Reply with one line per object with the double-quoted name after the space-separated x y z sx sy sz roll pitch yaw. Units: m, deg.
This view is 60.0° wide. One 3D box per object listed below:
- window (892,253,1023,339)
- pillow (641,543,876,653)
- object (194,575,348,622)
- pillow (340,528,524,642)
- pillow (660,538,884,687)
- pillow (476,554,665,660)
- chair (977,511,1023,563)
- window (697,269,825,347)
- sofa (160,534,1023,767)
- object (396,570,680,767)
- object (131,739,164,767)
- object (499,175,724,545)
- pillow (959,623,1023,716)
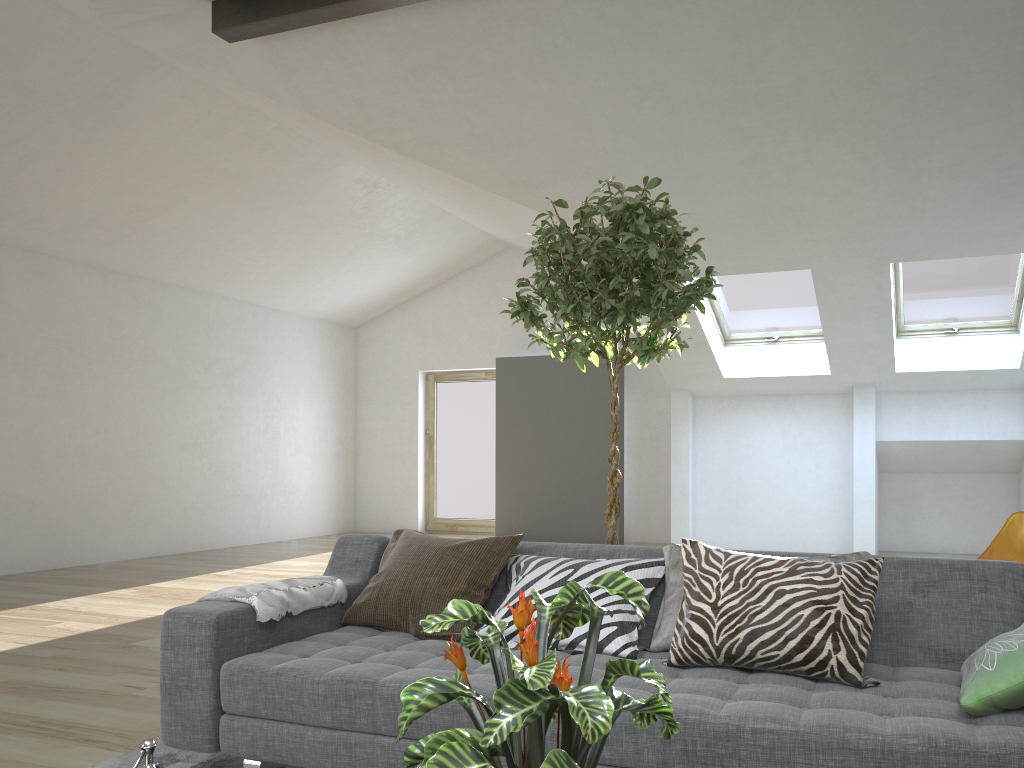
3.808 -0.799 7.559 1.484 0.727 1.891 -2 -5 24 "window"
0.712 0.642 2.576 0.647 0.318 0.261 -2 -3 23 "pillow"
-0.783 0.834 2.855 0.360 0.418 0.479 -1 -3 27 "object"
-0.284 0.667 2.975 0.580 0.337 0.308 -2 -3 32 "pillow"
0.702 0.601 2.394 0.561 0.340 0.279 -2 -3 26 "pillow"
0.178 0.679 2.741 0.565 0.283 0.356 -2 -4 23 "pillow"
2.408 0.958 4.040 0.720 0.722 0.654 2 -3 -36 "chair"
2.324 -0.750 8.154 1.484 0.727 1.891 -2 -5 24 "window"
0.339 0.835 2.534 2.483 0.683 1.018 -2 -4 22 "sofa"
0.031 0.522 1.219 0.382 0.525 0.431 0 -2 -2 "object"
-0.517 0.623 1.260 0.123 0.239 0.115 1 -2 -41 "object"
0.358 0.237 3.343 0.812 2.017 0.802 0 -1 2 "object"
1.170 0.631 2.069 0.230 0.260 0.440 -1 -4 26 "pillow"
